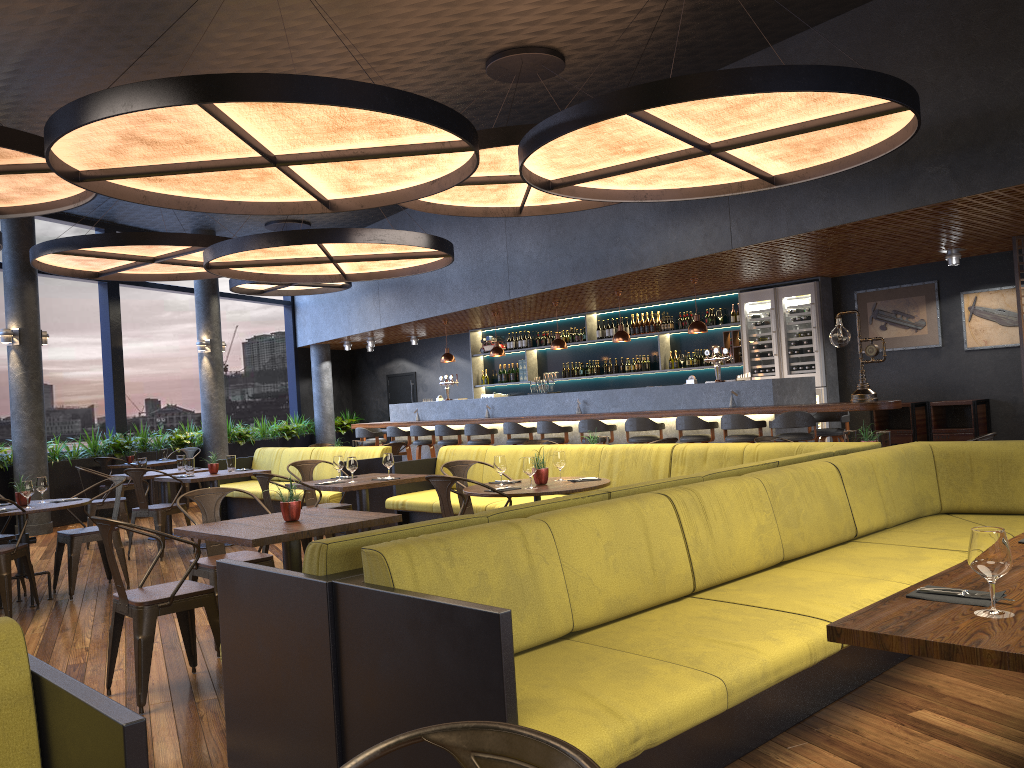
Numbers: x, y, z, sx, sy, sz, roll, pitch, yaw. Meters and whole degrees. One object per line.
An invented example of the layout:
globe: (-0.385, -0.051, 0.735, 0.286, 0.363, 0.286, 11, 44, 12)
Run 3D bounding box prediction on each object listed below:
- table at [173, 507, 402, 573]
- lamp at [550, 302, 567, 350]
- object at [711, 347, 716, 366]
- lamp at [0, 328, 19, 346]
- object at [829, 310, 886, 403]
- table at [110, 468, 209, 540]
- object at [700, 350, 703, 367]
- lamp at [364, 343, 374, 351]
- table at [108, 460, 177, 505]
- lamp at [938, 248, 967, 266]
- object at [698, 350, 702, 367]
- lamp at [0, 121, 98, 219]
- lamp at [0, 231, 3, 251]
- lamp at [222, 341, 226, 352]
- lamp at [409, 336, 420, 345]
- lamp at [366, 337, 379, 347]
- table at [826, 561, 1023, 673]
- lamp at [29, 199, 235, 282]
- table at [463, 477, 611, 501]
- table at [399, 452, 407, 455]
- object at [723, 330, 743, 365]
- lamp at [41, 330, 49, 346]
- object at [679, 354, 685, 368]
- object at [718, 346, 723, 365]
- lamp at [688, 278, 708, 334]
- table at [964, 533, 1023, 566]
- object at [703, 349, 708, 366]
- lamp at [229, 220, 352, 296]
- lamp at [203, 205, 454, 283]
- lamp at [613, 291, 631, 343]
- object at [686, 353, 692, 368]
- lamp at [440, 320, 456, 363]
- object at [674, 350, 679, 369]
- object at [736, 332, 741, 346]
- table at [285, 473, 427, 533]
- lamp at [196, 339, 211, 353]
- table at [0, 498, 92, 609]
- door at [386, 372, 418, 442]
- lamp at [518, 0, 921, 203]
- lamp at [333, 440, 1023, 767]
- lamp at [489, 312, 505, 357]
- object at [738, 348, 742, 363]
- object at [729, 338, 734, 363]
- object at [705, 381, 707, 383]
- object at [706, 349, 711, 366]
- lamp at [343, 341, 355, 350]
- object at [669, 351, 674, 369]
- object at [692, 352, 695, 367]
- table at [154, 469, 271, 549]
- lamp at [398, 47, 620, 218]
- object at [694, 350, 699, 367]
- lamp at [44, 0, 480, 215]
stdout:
table: (-1.211, 1.135, 4.865, 0.887, 0.763, 0.906, -3, -1, -44)
lamp: (0.649, -0.836, 12.680, 0.250, 0.673, 0.250, -3, -1, -11)
object: (2.951, -0.408, 12.975, 0.079, 0.281, 0.079, -4, -1, 20)
lamp: (-6.449, -0.605, 11.317, 0.215, 0.215, 0.189, -4, -1, 14)
object: (3.526, -0.288, 9.028, 0.566, 0.944, 0.263, -4, -1, 39)
table: (-4.072, 1.414, 10.414, 0.906, 0.763, 0.887, -3, -1, -44)
object: (2.824, -0.381, 13.207, 0.063, 0.254, 0.063, -4, -1, 9)
lamp: (-2.947, -0.768, 18.427, 0.228, 0.172, 0.228, -3, -1, -44)
table: (-5.365, 1.544, 13.137, 0.887, 0.763, 0.906, -4, -1, 20)
lamp: (4.945, -1.418, 9.938, 0.228, 0.172, 0.228, -3, -1, -44)
object: (2.770, -0.378, 13.143, 0.063, 0.254, 0.063, -3, -1, -16)
lamp: (-4.787, -2.147, 6.923, 2.778, 1.159, 2.778, -4, -1, 24)
lamp: (-6.643, -2.043, 9.536, 1.979, 1.093, 1.979, -4, -1, 10)
lamp: (-4.979, -0.630, 15.186, 0.215, 0.215, 0.189, -4, -1, 25)
lamp: (-1.905, -0.853, 17.336, 0.228, 0.172, 0.228, -3, -1, -44)
lamp: (-2.700, -0.808, 16.996, 0.228, 0.172, 0.228, -3, -1, -44)
table: (1.410, 0.920, 2.116, 0.906, 0.763, 0.887, -3, -1, -44)
lamp: (-4.579, -2.084, 11.275, 2.778, 1.159, 2.778, -3, -1, -8)
table: (0.191, 1.066, 6.055, 1.007, 0.760, 1.007, -4, -1, -6)
table: (-1.974, 1.300, 11.522, 0.906, 0.763, 0.887, -3, -1, -44)
object: (3.200, -0.526, 12.666, 0.161, 0.475, 0.300, -3, -1, -44)
lamp: (-6.284, -0.606, 11.855, 0.215, 0.215, 0.189, -4, -1, 22)
object: (2.554, -0.338, 13.315, 0.097, 0.206, 0.097, -4, -1, 15)
object: (3.016, -0.413, 12.907, 0.079, 0.281, 0.079, -4, -1, 40)
lamp: (2.278, -0.969, 10.973, 0.250, 0.673, 0.250, -3, -1, -11)
table: (2.059, 0.890, 2.745, 0.906, 0.763, 0.887, -3, -1, -44)
object: (2.839, -0.385, 13.034, 0.063, 0.254, 0.063, -4, -1, 9)
lamp: (-3.703, -2.137, 14.777, 1.979, 1.093, 1.979, -4, -1, 10)
lamp: (-2.093, -2.084, 10.125, 2.778, 1.475, 2.778, -4, -1, 11)
lamp: (1.445, -0.901, 11.846, 0.250, 0.673, 0.250, -3, -1, -11)
object: (2.633, -0.354, 13.194, 0.088, 0.224, 0.088, -4, -1, 16)
lamp: (-1.068, -0.695, 14.479, 0.250, 0.673, 0.250, -4, -1, 34)
object: (2.491, -0.369, 13.457, 0.079, 0.281, 0.079, -4, -1, 25)
object: (3.245, -0.641, 12.616, 0.097, 0.206, 0.097, -4, -1, -4)
table: (-1.256, 1.183, 7.443, 0.906, 0.763, 0.887, -3, -1, -44)
lamp: (-5.123, -0.631, 14.641, 0.215, 0.215, 0.189, -4, -1, 7)
table: (-3.821, 1.336, 6.933, 1.007, 0.760, 1.007, -4, -1, 34)
door: (-2.266, 0.798, 18.691, 0.137, 2.056, 1.012, -3, -1, -44)
lamp: (1.392, -2.370, 6.441, 2.778, 1.475, 2.778, -3, -1, -40)
lamp: (3.688, -0.152, 4.934, 9.057, 2.714, 3.017, -3, -1, -44)
lamp: (-0.245, -0.763, 13.617, 0.250, 0.673, 0.250, -3, -1, -11)
object: (3.260, -0.408, 12.612, 0.097, 0.206, 0.097, -4, -1, -4)
object: (3.154, -0.477, 12.718, 0.091, 0.369, 0.092, -4, -1, 15)
object: (2.987, 0.200, 12.983, 0.204, 0.492, 0.310, -3, -1, -44)
object: (2.893, -0.387, 13.098, 0.063, 0.254, 0.063, -3, -1, -36)
lamp: (-3.263, -0.762, 17.610, 0.228, 0.172, 0.228, -3, -1, -44)
object: (2.427, -0.364, 13.524, 0.079, 0.281, 0.079, -3, -1, -40)
object: (2.723, -0.358, 13.259, 0.088, 0.224, 0.088, -5, -1, 41)
table: (-3.178, 1.341, 9.478, 0.887, 0.763, 0.906, -3, -1, -44)
lamp: (0.161, -2.436, 8.319, 2.778, 1.159, 2.778, -4, -1, 6)
object: (2.716, -0.376, 13.083, 0.063, 0.254, 0.063, -3, -1, -41)
lamp: (-1.654, -2.184, 6.044, 2.778, 1.475, 2.778, -4, -1, 5)
